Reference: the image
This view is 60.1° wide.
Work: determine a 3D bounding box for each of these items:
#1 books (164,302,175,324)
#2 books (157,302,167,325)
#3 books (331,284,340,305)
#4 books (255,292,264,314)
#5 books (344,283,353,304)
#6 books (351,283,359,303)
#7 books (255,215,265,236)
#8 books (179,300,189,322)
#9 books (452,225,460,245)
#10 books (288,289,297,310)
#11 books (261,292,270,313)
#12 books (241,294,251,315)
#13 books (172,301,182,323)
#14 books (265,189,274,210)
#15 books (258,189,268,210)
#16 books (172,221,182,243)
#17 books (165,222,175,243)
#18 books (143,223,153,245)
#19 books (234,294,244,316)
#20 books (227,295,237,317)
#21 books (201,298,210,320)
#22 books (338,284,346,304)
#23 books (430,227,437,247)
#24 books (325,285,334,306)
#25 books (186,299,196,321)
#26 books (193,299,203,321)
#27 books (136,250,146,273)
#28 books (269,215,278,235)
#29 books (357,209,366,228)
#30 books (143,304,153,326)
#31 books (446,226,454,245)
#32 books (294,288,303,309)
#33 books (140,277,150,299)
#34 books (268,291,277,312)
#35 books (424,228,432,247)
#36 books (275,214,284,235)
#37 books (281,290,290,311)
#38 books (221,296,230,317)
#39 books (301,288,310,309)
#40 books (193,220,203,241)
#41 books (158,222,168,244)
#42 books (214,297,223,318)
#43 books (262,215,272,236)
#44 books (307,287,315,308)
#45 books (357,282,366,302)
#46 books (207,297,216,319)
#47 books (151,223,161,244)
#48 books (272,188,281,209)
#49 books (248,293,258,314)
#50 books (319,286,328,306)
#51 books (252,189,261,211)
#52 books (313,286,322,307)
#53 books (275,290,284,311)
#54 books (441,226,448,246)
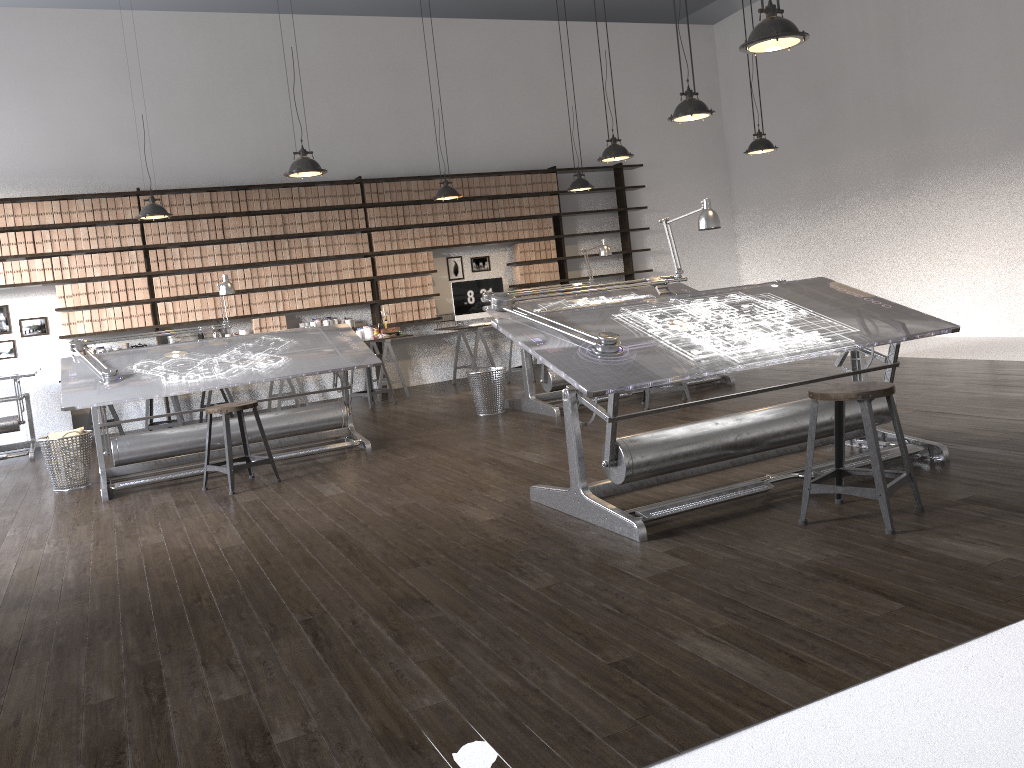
[{"bbox_3d":[-3.550,-0.736,9.175,0.067,0.225,0.174,-8,5,-24],"label":"books"},{"bbox_3d":[-3.614,-0.725,9.142,0.067,0.225,0.175,-8,5,-24],"label":"books"},{"bbox_3d":[-1.986,-0.993,9.896,0.067,0.225,0.174,-8,5,-24],"label":"books"},{"bbox_3d":[-2.734,-0.871,9.553,0.067,0.225,0.175,-8,5,-24],"label":"books"},{"bbox_3d":[-1.854,-1.015,9.956,0.067,0.225,0.175,-8,5,-24],"label":"books"},{"bbox_3d":[-1.789,-1.026,9.991,0.067,0.225,0.175,-8,5,-24],"label":"books"},{"bbox_3d":[-2.725,-1.694,9.549,0.067,0.225,0.175,-8,5,-24],"label":"books"},{"bbox_3d":[-3.425,-0.757,9.235,0.067,0.225,0.175,-8,5,-24],"label":"books"},{"bbox_3d":[-0.690,-1.757,10.489,0.067,0.225,0.175,-8,5,-24],"label":"books"},{"bbox_3d":[-2.421,-0.922,9.698,0.067,0.225,0.175,-8,5,-24],"label":"books"},{"bbox_3d":[-2.675,-0.880,9.575,0.067,0.225,0.175,-8,5,-24],"label":"books"},{"bbox_3d":[-2.858,-0.850,9.492,0.067,0.225,0.175,-8,5,-24],"label":"books"},{"bbox_3d":[-3.489,-0.747,9.208,0.067,0.225,0.174,-8,5,-24],"label":"books"},{"bbox_3d":[-2.637,-1.988,9.595,0.067,0.225,0.174,-8,5,-24],"label":"books"},{"bbox_3d":[-2.698,-1.977,9.562,0.067,0.225,0.174,-8,5,-24],"label":"books"},{"bbox_3d":[-3.487,-1.569,9.202,0.067,0.225,0.175,-8,5,-24],"label":"books"},{"bbox_3d":[-3.542,-1.559,9.174,0.067,0.225,0.175,-8,5,-24],"label":"books"},{"bbox_3d":[-3.736,-1.528,9.090,0.067,0.225,0.174,-8,5,-24],"label":"books"},{"bbox_3d":[-2.928,-0.839,9.466,0.067,0.225,0.175,-8,5,-24],"label":"books"},{"bbox_3d":[-2.990,-0.828,9.432,0.067,0.225,0.174,-8,5,-24],"label":"books"},{"bbox_3d":[-3.240,-0.787,9.320,0.067,0.225,0.175,-8,5,-24],"label":"books"},{"bbox_3d":[-1.924,-1.004,9.929,0.067,0.225,0.175,-8,5,-24],"label":"books"},{"bbox_3d":[-0.952,-1.715,10.374,0.067,0.225,0.175,-8,5,-24],"label":"books"},{"bbox_3d":[-2.051,-0.983,9.870,0.067,0.225,0.174,-8,5,-24],"label":"books"},{"bbox_3d":[-3.360,-0.767,9.261,0.067,0.225,0.175,-8,5,-24],"label":"books"},{"bbox_3d":[-3.296,-0.778,9.293,0.067,0.225,0.175,-8,5,-24],"label":"books"},{"bbox_3d":[-3.797,-1.248,9.062,0.067,0.225,0.175,-8,5,-24],"label":"books"},{"bbox_3d":[-2.604,-1.714,9.609,0.067,0.225,0.175,-8,5,-24],"label":"books"},{"bbox_3d":[-1.718,-1.859,10.017,0.067,0.225,0.175,-8,5,-24],"label":"books"},{"bbox_3d":[-3.734,-0.706,9.088,0.067,0.225,0.175,-8,5,-24],"label":"books"},{"bbox_3d":[-0.760,-1.746,10.463,0.067,0.225,0.175,-8,5,-24],"label":"books"},{"bbox_3d":[-2.356,-0.932,9.724,0.067,0.225,0.175,-8,5,-24],"label":"books"},{"bbox_3d":[-3.761,-0.974,9.073,0.067,0.225,0.175,-8,5,-24],"label":"books"},{"bbox_3d":[-2.610,-0.890,9.606,0.067,0.225,0.175,-8,5,-24],"label":"books"},{"bbox_3d":[-1.010,-1.704,10.341,0.067,0.225,0.175,-8,5,-24],"label":"books"},{"bbox_3d":[-2.542,-1.723,9.632,0.067,0.225,0.175,-8,5,-24],"label":"books"},{"bbox_3d":[-2.485,-0.912,9.671,0.067,0.225,0.174,-8,5,-24],"label":"books"},{"bbox_3d":[-3.056,-0.818,9.407,0.067,0.225,0.174,-8,5,-24],"label":"books"},{"bbox_3d":[-2.292,-0.943,9.756,0.067,0.225,0.175,-8,5,-24],"label":"books"},{"bbox_3d":[-3.302,-1.599,9.288,0.067,0.225,0.174,-8,5,-24],"label":"books"},{"bbox_3d":[-3.607,-1.549,9.142,0.067,0.225,0.175,-8,5,-24],"label":"books"},{"bbox_3d":[-3.119,-0.807,9.377,0.067,0.225,0.175,-8,5,-24],"label":"books"},{"bbox_3d":[-2.660,-1.704,9.581,0.067,0.225,0.175,-8,5,-24],"label":"books"},{"bbox_3d":[-2.236,-0.952,9.784,0.067,0.225,0.175,-8,5,-24],"label":"books"},{"bbox_3d":[-1.719,-1.037,10.018,0.067,0.225,0.175,-8,5,-24],"label":"books"},{"bbox_3d":[-3.178,-0.797,9.344,0.067,0.225,0.175,-8,5,-24],"label":"books"},{"bbox_3d":[-3.672,-1.538,9.117,0.067,0.225,0.175,-8,5,-24],"label":"books"},{"bbox_3d":[-2.573,-1.998,9.622,0.067,0.225,0.175,-8,5,-24],"label":"books"},{"bbox_3d":[-2.794,-0.861,9.528,0.067,0.225,0.175,-8,5,-24],"label":"books"},{"bbox_3d":[-2.115,-0.972,9.840,0.067,0.225,0.175,-8,5,-24],"label":"books"},{"bbox_3d":[-2.762,-1.967,9.529,0.067,0.225,0.175,-8,5,-24],"label":"books"},{"bbox_3d":[-2.173,-0.962,9.807,0.067,0.225,0.175,-8,5,-24],"label":"books"},{"bbox_3d":[-2.546,-0.901,9.639,0.067,0.225,0.174,-8,5,-24],"label":"books"},{"bbox_3d":[-0.822,-1.735,10.429,0.067,0.225,0.174,-8,5,-24],"label":"books"}]
